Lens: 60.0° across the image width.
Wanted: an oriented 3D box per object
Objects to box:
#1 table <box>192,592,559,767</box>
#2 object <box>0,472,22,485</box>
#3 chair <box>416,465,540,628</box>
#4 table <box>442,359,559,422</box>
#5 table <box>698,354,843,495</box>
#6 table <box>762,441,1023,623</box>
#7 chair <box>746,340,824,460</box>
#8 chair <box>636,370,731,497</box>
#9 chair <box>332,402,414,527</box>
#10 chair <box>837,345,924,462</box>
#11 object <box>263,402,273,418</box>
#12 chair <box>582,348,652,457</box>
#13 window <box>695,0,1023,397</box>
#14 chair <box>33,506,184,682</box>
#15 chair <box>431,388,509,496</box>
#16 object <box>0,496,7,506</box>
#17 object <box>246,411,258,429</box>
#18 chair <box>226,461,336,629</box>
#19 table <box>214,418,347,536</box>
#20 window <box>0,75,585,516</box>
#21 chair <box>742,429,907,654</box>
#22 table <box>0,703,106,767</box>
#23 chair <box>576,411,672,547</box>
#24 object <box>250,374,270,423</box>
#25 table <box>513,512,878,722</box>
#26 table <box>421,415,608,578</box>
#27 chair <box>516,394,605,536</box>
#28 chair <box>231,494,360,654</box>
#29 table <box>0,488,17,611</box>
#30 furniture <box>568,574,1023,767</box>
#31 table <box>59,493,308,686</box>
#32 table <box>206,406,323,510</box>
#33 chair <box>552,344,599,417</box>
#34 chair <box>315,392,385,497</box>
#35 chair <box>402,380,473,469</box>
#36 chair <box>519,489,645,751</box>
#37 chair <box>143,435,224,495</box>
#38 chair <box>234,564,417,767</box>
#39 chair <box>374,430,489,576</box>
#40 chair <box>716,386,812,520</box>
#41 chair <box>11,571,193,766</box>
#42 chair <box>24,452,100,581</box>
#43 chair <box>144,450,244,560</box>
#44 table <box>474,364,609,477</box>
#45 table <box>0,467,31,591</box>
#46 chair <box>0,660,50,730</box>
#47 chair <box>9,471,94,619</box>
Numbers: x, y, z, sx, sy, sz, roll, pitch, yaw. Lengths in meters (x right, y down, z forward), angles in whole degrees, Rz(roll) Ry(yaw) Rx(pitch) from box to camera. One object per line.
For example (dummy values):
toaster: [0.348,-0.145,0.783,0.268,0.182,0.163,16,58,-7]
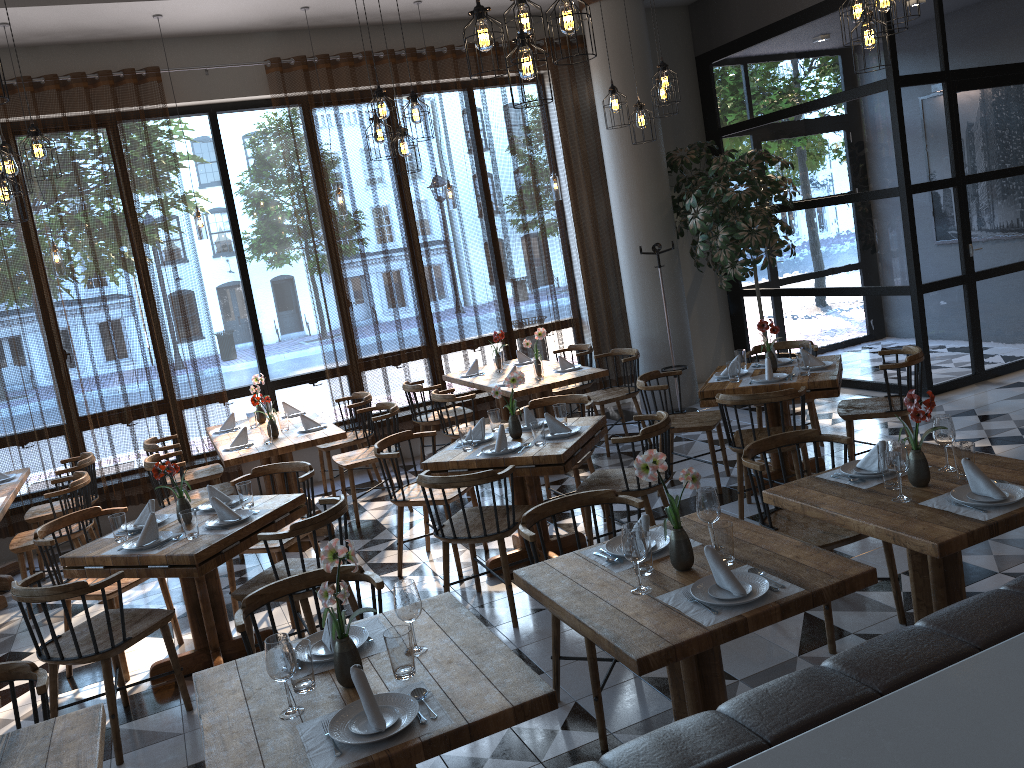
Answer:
table: [-0.375,1.211,2.546,0.853,0.760,0.852,-13,9,-22]
object: [-3.840,0.661,6.614,0.272,0.136,0.353,-13,10,-21]
chair: [-0.155,0.801,4.666,0.518,0.813,0.553,-6,8,23]
table: [-0.047,0.236,8.178,0.853,0.760,0.852,-13,9,-22]
table: [1.799,0.292,5.961,0.863,0.760,0.870,-6,9,23]
table: [1.614,0.747,3.366,0.853,0.760,0.852,-13,9,-22]
chair: [2.032,0.130,6.552,0.518,0.813,0.553,-6,8,23]
chair: [1.205,0.323,6.212,0.549,0.813,0.523,-6,8,23]
chair: [-1.082,0.601,6.833,0.551,0.813,0.520,-12,8,-22]
chair: [2.403,0.203,5.730,0.549,0.813,0.523,-6,8,23]
object: [-2.080,0.218,7.558,0.080,0.131,0.080,-8,8,13]
chair: [0.873,0.145,7.638,0.551,0.813,0.520,-12,8,-22]
window: [3.776,-1.938,9.029,2.193,3.531,2.734,-12,8,-22]
chair: [-2.195,1.116,4.810,0.549,0.813,0.523,-6,8,23]
chair: [-0.311,0.421,7.151,0.551,0.813,0.520,-12,8,-22]
object: [-3.494,0.738,5.796,0.272,0.136,0.353,-13,10,-21]
object: [-2.089,0.290,7.126,0.080,0.131,0.080,-8,8,13]
chair: [-1.369,0.923,5.150,0.518,0.813,0.553,-6,8,23]
table: [-1.669,0.766,6.584,0.853,0.760,0.852,-13,9,-22]
window: [-5.981,0.070,5.417,4.489,3.149,15.224,-1,12,44]
chair: [1.368,0.666,3.946,0.521,0.813,0.551,-12,8,-22]
table: [-1.375,1.445,2.134,0.853,0.760,0.852,-13,9,-22]
chair: [0.672,0.608,5.007,0.549,0.813,0.523,-6,8,23]
object: [-2.078,0.119,7.322,0.147,0.398,0.207,-12,8,-18]
table: [0.614,0.981,2.953,0.853,0.760,0.852,-13,9,-22]
table: [0.094,0.690,5.259,0.863,0.760,0.870,-6,9,23]
chair: [0.317,0.530,5.845,0.518,0.813,0.553,-6,8,23]
chair: [-1.014,1.001,4.312,0.549,0.813,0.523,-6,8,23]
table: [-3.665,1.232,5.762,0.853,0.760,0.852,-13,9,-22]
furniture: [0.381,0.965,2.078,6.607,1.144,1.922,-13,9,-22]
table: [-1.592,1.083,4.564,0.863,0.760,0.870,-6,9,23]
table: [-2.002,0.692,7.372,0.853,0.760,0.852,-13,9,-22]
chair: [0.545,0.072,8.414,0.551,0.813,0.520,-12,8,-22]
chair: [-1.410,0.528,7.609,0.551,0.813,0.520,-12,8,-22]
chair: [-0.639,0.348,7.927,0.551,0.813,0.520,-12,8,-22]
chair: [0.369,0.899,3.534,0.521,0.813,0.551,-12,8,-22]
chair: [-2.594,0.804,7.121,0.551,0.813,0.520,-12,8,-22]
chair: [-0.630,1.132,3.123,0.521,0.813,0.551,-12,8,-22]
chair: [-0.509,0.723,5.505,0.549,0.813,0.523,-6,8,23]
chair: [1.560,0.401,5.373,0.518,0.813,0.553,-6,8,23]
chair: [-1.841,1.194,3.971,0.518,0.813,0.553,-6,8,23]
chair: [-3.406,0.994,6.786,0.551,0.813,0.520,-12,8,-22]
chair: [-2.266,0.877,6.345,0.551,0.813,0.520,-12,8,-22]
table: [0.286,0.310,7.390,0.853,0.760,0.852,-13,9,-22]
table: [-3.998,1.158,6.549,0.853,0.760,0.852,-13,9,-22]
chair: [-1.630,1.365,2.711,0.521,0.813,0.551,-12,8,-22]
chair: [-3.078,1.066,6.010,0.551,0.813,0.520,-12,8,-22]
